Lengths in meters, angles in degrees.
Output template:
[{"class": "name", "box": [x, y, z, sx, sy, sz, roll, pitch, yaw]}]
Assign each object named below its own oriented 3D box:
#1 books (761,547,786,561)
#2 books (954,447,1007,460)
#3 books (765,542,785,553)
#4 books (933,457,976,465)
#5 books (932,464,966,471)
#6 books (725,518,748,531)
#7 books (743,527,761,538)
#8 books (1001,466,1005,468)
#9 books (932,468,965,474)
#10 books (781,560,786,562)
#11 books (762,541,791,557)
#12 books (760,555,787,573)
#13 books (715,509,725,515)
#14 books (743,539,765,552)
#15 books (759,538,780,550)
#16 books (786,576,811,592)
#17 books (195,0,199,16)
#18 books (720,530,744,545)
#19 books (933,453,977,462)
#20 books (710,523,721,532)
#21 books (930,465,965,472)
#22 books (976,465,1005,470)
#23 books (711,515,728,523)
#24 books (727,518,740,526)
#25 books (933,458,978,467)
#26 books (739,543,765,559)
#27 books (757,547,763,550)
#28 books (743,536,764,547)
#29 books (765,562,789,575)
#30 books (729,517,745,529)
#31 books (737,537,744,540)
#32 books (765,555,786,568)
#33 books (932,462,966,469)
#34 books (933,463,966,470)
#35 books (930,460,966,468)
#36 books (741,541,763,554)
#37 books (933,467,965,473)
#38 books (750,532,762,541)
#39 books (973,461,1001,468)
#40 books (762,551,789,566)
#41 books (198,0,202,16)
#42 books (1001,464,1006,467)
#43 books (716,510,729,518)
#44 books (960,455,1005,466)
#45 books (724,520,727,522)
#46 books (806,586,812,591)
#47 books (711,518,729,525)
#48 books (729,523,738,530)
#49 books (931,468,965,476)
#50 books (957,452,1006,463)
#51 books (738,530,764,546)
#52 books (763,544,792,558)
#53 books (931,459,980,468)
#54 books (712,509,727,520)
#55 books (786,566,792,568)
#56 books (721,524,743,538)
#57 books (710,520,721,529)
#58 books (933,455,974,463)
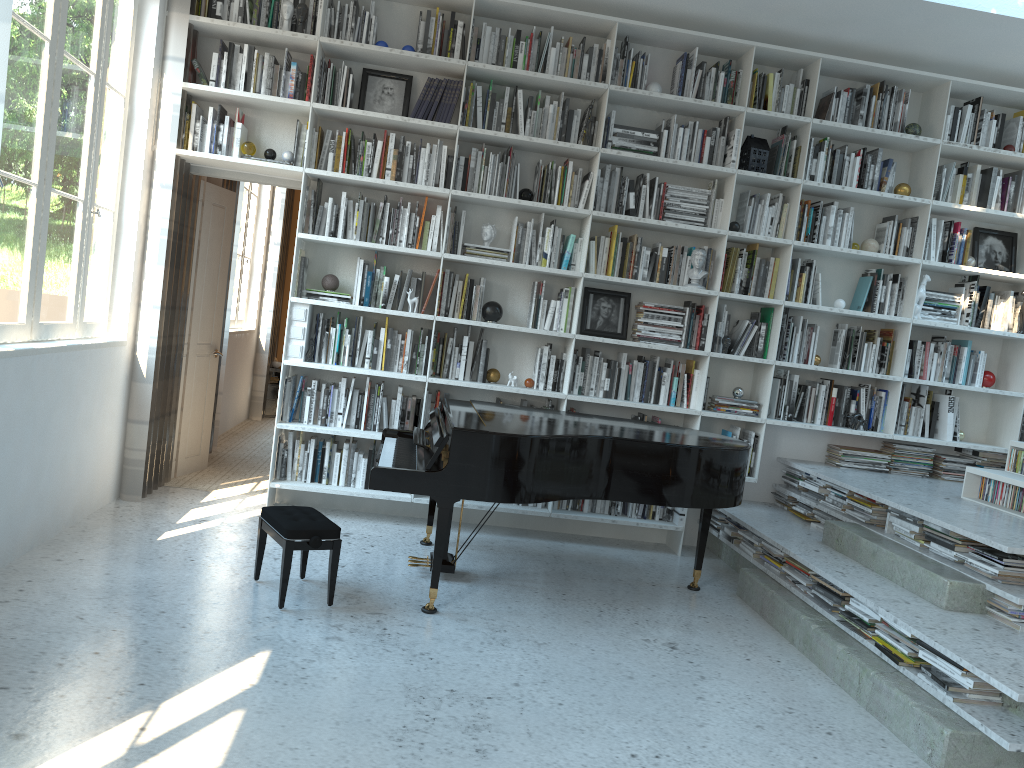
[{"class": "books", "box": [1.449, 0.903, 4.688, 0.169, 0.009, 0.241, 7, 4, -11]}, {"class": "books", "box": [3.083, 0.453, 5.831, 0.204, 0.036, 0.266, 7, 4, -6]}, {"class": "books", "box": [1.458, 0.863, 4.686, 0.174, 0.011, 0.227, 7, 4, -8]}, {"class": "books", "box": [2.954, 0.510, 5.861, 0.328, 0.008, 0.207, 7, 4, -5]}, {"class": "books", "box": [2.948, 0.556, 5.867, 0.328, 0.008, 0.207, 7, 4, -6]}, {"class": "books", "box": [1.393, 0.848, 5.302, 0.160, 0.009, 0.291, 7, 4, -5]}, {"class": "books", "box": [1.428, 0.847, 4.995, 0.159, 0.006, 0.285, 7, 4, -5]}, {"class": "books", "box": [3.341, 0.554, 5.908, 0.354, 0.009, 0.198, 7, 4, -9]}, {"class": "books", "box": [2.945, 0.578, 5.866, 0.328, 0.008, 0.207, 7, 4, -5]}, {"class": "books", "box": [1.466, 0.916, 4.691, 0.140, 0.013, 0.180, 7, 4, -4]}, {"class": "books", "box": [1.454, 0.876, 4.686, 0.171, 0.015, 0.252, 7, 4, -10]}, {"class": "books", "box": [1.448, 0.958, 4.693, 0.159, 0.012, 0.292, 7, 4, -10]}, {"class": "books", "box": [1.367, 0.798, 5.591, 0.158, 0.014, 0.234, 7, 4, -9]}, {"class": "books", "box": [1.429, 0.920, 5.002, 0.149, 0.007, 0.300, 7, 4, -7]}, {"class": "books", "box": [1.445, 0.853, 4.683, 0.193, 0.005, 0.224, 7, 4, -11]}, {"class": "books", "box": [1.475, 0.996, 4.387, 0.161, 0.008, 0.254, 7, 4, -2]}, {"class": "books", "box": [-1.795, -2.167, 5.088, 0.014, 0.219, 0.188, 7, 4, -7]}, {"class": "books", "box": [1.374, 0.924, 5.307, 0.189, 0.030, 0.237, 7, 4, -7]}, {"class": "books", "box": [2.957, 0.487, 5.859, 0.368, 0.007, 0.205, 7, 4, -5]}, {"class": "books", "box": [1.350, 0.909, 5.599, 0.171, 0.016, 0.241, 7, 4, -7]}, {"class": "books", "box": [2.947, 0.563, 5.868, 0.368, 0.007, 0.205, 7, 4, -6]}, {"class": "books", "box": [3.090, 0.532, 5.839, 0.169, 0.010, 0.282, 7, 4, -8]}, {"class": "books", "box": [1.348, 0.851, 5.593, 0.188, 0.009, 0.210, 7, 4, -8]}, {"class": "books", "box": [1.403, 0.842, 5.303, 0.126, 0.005, 0.290, 7, 4, -12]}, {"class": "books", "box": [2.954, 0.519, 5.854, 0.327, 0.008, 0.207, 7, 4, -2]}, {"class": "books", "box": [1.405, 0.948, 5.002, 0.177, 0.026, 0.230, 7, 4, -4]}, {"class": "books", "box": [1.429, 0.910, 5.001, 0.147, 0.012, 0.206, 7, 4, -6]}, {"class": "books", "box": [1.415, 0.892, 4.998, 0.171, 0.020, 0.193, 7, 4, -3]}, {"class": "books", "box": [1.449, 0.979, 4.695, 0.157, 0.014, 0.180, 7, 4, -10]}, {"class": "books", "box": [1.410, 0.833, 5.303, 0.135, 0.014, 0.297, 7, 4, -6]}, {"class": "books", "box": [1.388, 0.905, 5.307, 0.147, 0.012, 0.206, 7, 4, -12]}, {"class": "books", "box": [1.454, 0.946, 4.693, 0.165, 0.012, 0.204, 7, 4, -7]}, {"class": "books", "box": [2.950, 0.541, 5.861, 0.328, 0.008, 0.207, 7, 4, -10]}, {"class": "books", "box": [2.949, 0.548, 5.861, 0.368, 0.007, 0.205, 7, 4, -4]}, {"class": "books", "box": [2.951, 0.533, 5.863, 0.328, 0.008, 0.207, 7, 4, -5]}, {"class": "books", "box": [1.415, 0.929, 5.001, 0.172, 0.014, 0.220, 7, 4, -6]}, {"class": "books", "box": [2.946, 0.571, 5.866, 0.328, 0.008, 0.207, 7, 4, -9]}, {"class": "books", "box": [1.440, 0.861, 4.998, 0.130, 0.018, 0.255, 7, 4, -4]}, {"class": "books", "box": [3.085, 0.517, 5.837, 0.173, 0.019, 0.196, 7, 4, -2]}, {"class": "books", "box": [1.451, 0.926, 4.691, 0.159, 0.011, 0.245, 7, 4, -11]}, {"class": "books", "box": [-1.778, -2.171, 5.112, 0.024, 0.228, 0.129, 7, 4, -7]}, {"class": "books", "box": [3.345, 0.542, 5.898, 0.354, 0.017, 0.198, 7, 4, -2]}, {"class": "books", "box": [1.379, 0.815, 5.594, 0.133, 0.017, 0.231, 7, 4, -6]}, {"class": "books", "box": [3.093, 0.501, 5.836, 0.165, 0.015, 0.242, 7, 4, -4]}, {"class": "books", "box": [1.372, 0.843, 5.595, 0.136, 0.013, 0.258, 7, 4, -9]}, {"class": "books", "box": [1.498, 0.992, 4.389, 0.128, 0.005, 0.295, 7, 4, -5]}, {"class": "books", "box": [1.344, 0.861, 5.594, 0.177, 0.012, 0.278, 7, 4, -11]}, {"class": "books", "box": [1.403, 0.863, 5.305, 0.143, 0.019, 0.230, 7, 4, -6]}, {"class": "books", "box": [2.945, 0.586, 5.864, 0.368, 0.007, 0.205, 7, 4, -10]}, {"class": "books", "box": [3.094, 0.483, 5.835, 0.159, 0.012, 0.285, 7, 4, -11]}, {"class": "books", "box": [1.415, 0.875, 4.996, 0.180, 0.015, 0.294, 7, 4, -9]}, {"class": "books", "box": [1.445, 0.890, 4.687, 0.182, 0.016, 0.198, 7, 4, -2]}, {"class": "books", "box": [2.951, 0.525, 5.866, 0.368, 0.007, 0.205, 7, 4, -8]}, {"class": "books", "box": [1.343, 0.826, 5.591, 0.191, 0.013, 0.243, 7, 4, -11]}, {"class": "books", "box": [1.468, 0.938, 4.693, 0.123, 0.008, 0.294, 7, 4, -4]}, {"class": "books", "box": [1.371, 0.882, 5.303, 0.191, 0.028, 0.212, 7, 4, -3]}, {"class": "books", "box": [1.342, 0.886, 5.596, 0.179, 0.012, 0.261, 7, 4, -4]}, {"class": "books", "box": [2.957, 0.495, 5.851, 0.368, 0.007, 0.205, 7, 4, -12]}]
